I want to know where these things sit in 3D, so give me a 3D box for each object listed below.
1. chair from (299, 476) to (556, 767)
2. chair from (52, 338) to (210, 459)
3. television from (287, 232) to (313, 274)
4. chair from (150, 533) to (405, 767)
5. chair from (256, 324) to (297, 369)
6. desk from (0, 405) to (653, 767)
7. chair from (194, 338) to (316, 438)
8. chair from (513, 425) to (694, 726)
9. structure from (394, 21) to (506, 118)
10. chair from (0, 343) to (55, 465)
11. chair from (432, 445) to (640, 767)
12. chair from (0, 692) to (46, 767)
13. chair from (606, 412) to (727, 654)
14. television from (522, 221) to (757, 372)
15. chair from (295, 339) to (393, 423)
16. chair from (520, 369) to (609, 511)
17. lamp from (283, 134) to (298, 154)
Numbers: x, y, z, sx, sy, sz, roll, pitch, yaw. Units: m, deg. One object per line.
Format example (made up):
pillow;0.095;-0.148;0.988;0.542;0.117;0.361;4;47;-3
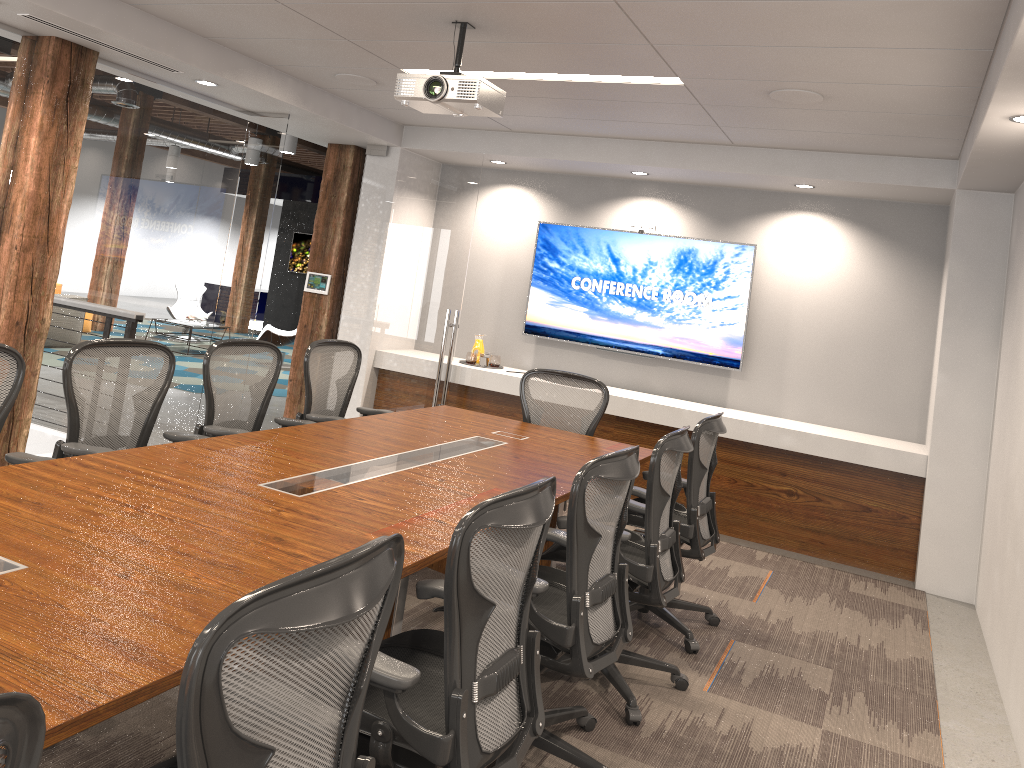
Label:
chair;-0.289;0.740;2.250;0.768;1.100;0.790;8;-1;25
chair;-1.567;0.392;3.725;0.766;1.100;0.792;8;-1;16
television;-3.675;-2.465;16.798;1.477;0.804;0.048;10;-3;24
chair;-0.588;0.784;1.471;0.794;1.100;0.764;8;-1;5
chair;-3.219;-0.719;12.329;0.779;0.929;0.681;8;-1;-28
desk;-1.058;0.766;2.494;1.418;0.757;5.987;10;6;23
chair;-1.280;0.346;4.502;0.795;1.100;0.763;8;-1;8
chair;0.380;0.674;3.711;0.770;1.100;0.788;7;-1;34
structure;-0.288;-1.577;4.327;0.465;0.460;0.314;9;-1;24
chair;-1.896;0.422;3.023;0.796;1.100;0.763;8;-1;10
chair;0.069;0.716;2.934;0.796;1.100;0.763;8;-1;10
chair;-0.939;0.809;0.794;0.769;1.100;0.789;8;-1;23
chair;0.697;0.638;4.437;0.768;1.100;0.790;8;-1;25
television;1.040;-0.802;7.357;1.928;1.118;0.064;10;-3;24
chair;-0.929;0.321;5.182;0.770;1.100;0.788;8;-1;30
chair;0.207;0.484;5.190;0.773;1.100;0.785;8;-1;8
lamp;-2.694;-3.836;11.026;0.205;1.880;0.201;6;-5;24
